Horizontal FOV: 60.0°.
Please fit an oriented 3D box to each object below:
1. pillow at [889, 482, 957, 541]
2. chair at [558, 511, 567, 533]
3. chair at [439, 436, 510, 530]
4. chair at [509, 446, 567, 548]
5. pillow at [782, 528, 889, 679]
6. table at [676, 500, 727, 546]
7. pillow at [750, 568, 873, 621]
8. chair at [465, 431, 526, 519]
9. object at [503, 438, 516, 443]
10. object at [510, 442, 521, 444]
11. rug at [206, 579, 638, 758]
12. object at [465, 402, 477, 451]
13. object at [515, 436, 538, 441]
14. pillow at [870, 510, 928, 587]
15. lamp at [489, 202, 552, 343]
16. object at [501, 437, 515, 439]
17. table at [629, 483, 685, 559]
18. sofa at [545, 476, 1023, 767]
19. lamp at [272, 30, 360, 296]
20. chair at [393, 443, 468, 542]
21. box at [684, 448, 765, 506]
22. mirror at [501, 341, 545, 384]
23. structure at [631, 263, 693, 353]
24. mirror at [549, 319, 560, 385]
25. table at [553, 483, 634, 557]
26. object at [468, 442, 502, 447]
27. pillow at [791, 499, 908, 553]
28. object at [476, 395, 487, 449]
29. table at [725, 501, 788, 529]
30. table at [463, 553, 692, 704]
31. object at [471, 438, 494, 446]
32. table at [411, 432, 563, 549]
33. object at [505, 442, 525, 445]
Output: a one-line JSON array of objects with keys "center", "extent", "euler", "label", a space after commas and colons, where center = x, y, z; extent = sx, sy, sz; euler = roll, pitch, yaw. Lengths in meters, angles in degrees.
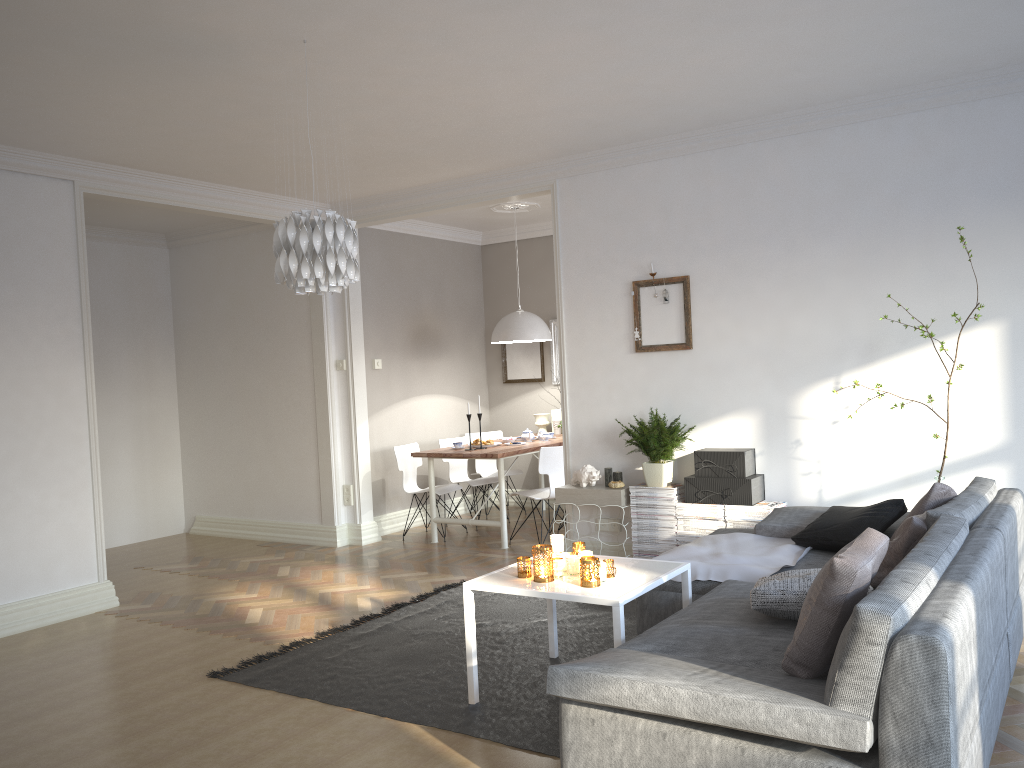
[{"center": [1.849, 0.621, 3.965], "extent": [0.324, 0.403, 0.429], "euler": [-2, 1, 21], "label": "pillow"}, {"center": [0.666, 0.837, 7.331], "extent": [0.479, 0.786, 0.431], "euler": [-2, 2, 39], "label": "chair"}, {"center": [-0.349, 0.879, 8.003], "extent": [0.479, 0.786, 0.431], "euler": [-2, 2, 44], "label": "chair"}, {"center": [0.264, 0.861, 6.931], "extent": [0.431, 0.786, 0.479], "euler": [-4, 2, -36], "label": "chair"}, {"center": [0.963, 0.647, 2.631], "extent": [0.242, 0.390, 0.426], "euler": [-2, 1, 34], "label": "pillow"}, {"center": [1.208, 0.974, 5.482], "extent": [0.327, 0.499, 0.246], "euler": [-2, 2, 34], "label": "table"}, {"center": [1.055, 0.743, 3.135], "extent": [0.406, 0.194, 0.404], "euler": [-3, 1, 20], "label": "pillow"}, {"center": [-0.169, 0.863, 8.564], "extent": [0.431, 0.786, 0.479], "euler": [-3, 2, -25], "label": "chair"}, {"center": [-0.023, 0.492, 7.623], "extent": [0.129, 0.038, 0.129], "euler": [-2, 1, 34], "label": "object"}, {"center": [0.025, 0.500, 7.438], "extent": [0.100, 0.025, 0.066], "euler": [-3, 1, 11], "label": "object"}, {"center": [-0.026, 1.290, 4.419], "extent": [2.112, 0.055, 2.014], "euler": [-2, 1, 33], "label": "rug"}, {"center": [-0.343, 0.334, 7.142], "extent": [0.095, 0.396, 0.095], "euler": [-2, 2, 29], "label": "object"}, {"center": [0.122, 0.490, 7.954], "extent": [0.287, 0.020, 0.287], "euler": [-3, 1, 6], "label": "object"}, {"center": [1.586, 0.667, 3.667], "extent": [0.337, 0.311, 0.414], "euler": [-2, 1, 39], "label": "pillow"}, {"center": [0.055, -0.959, 7.705], "extent": [0.530, 1.182, 0.530], "euler": [-2, 2, 41], "label": "lamp"}, {"center": [-0.040, 0.491, 7.791], "extent": [0.129, 0.038, 0.129], "euler": [-2, 1, 39], "label": "object"}, {"center": [0.949, 0.936, 5.652], "extent": [0.321, 0.597, 0.246], "euler": [-2, 2, 34], "label": "table"}, {"center": [1.079, 0.899, 3.532], "extent": [1.555, 0.773, 2.630], "euler": [-2, 1, 34], "label": "sofa"}, {"center": [-0.843, -0.913, 3.731], "extent": [0.355, 1.066, 0.354], "euler": [-3, 2, -14], "label": "lamp"}, {"center": [-0.695, 0.902, 7.511], "extent": [0.479, 0.786, 0.431], "euler": [-2, 2, 24], "label": "chair"}, {"center": [1.283, 0.563, 5.406], "extent": [0.419, 0.316, 0.298], "euler": [-2, 1, 34], "label": "box"}, {"center": [0.107, -0.292, 8.852], "extent": [0.474, 0.558, 0.051], "euler": [-2, 2, 34], "label": "mirror"}, {"center": [0.959, -0.500, 5.718], "extent": [0.398, 0.575, 0.053], "euler": [-2, 2, 31], "label": "structure"}, {"center": [0.617, -0.320, 8.516], "extent": [0.544, 0.632, 0.047], "euler": [-2, 2, 34], "label": "mirror"}, {"center": [0.570, 0.964, 5.860], "extent": [0.553, 0.576, 0.298], "euler": [-2, 2, 34], "label": "table"}, {"center": [-0.228, 0.513, 7.460], "extent": [0.287, 0.020, 0.287], "euler": [-3, 1, 21], "label": "object"}, {"center": [1.608, 0.677, 4.235], "extent": [0.401, 0.248, 0.421], "euler": [-4, 1, -36], "label": "pillow"}, {"center": [-0.260, 0.303, 7.211], "extent": [0.095, 0.449, 0.095], "euler": [-2, 2, 29], "label": "object"}, {"center": [1.470, 0.963, 5.308], "extent": [0.327, 0.499, 0.246], "euler": [-2, 2, 34], "label": "table"}, {"center": [0.293, 1.042, 3.721], "extent": [0.715, 0.504, 0.674], "euler": [-2, 1, 34], "label": "table"}, {"center": [-0.253, 0.489, 7.462], "extent": [0.197, 0.063, 0.188], "euler": [-3, 1, 4], "label": "object"}, {"center": [0.105, 0.878, 7.752], "extent": [0.853, 0.750, 1.985], "euler": [-2, 1, 34], "label": "table"}, {"center": [0.026, 0.504, 7.449], "extent": [0.180, 0.014, 0.180], "euler": [-3, 1, -1], "label": "object"}]
